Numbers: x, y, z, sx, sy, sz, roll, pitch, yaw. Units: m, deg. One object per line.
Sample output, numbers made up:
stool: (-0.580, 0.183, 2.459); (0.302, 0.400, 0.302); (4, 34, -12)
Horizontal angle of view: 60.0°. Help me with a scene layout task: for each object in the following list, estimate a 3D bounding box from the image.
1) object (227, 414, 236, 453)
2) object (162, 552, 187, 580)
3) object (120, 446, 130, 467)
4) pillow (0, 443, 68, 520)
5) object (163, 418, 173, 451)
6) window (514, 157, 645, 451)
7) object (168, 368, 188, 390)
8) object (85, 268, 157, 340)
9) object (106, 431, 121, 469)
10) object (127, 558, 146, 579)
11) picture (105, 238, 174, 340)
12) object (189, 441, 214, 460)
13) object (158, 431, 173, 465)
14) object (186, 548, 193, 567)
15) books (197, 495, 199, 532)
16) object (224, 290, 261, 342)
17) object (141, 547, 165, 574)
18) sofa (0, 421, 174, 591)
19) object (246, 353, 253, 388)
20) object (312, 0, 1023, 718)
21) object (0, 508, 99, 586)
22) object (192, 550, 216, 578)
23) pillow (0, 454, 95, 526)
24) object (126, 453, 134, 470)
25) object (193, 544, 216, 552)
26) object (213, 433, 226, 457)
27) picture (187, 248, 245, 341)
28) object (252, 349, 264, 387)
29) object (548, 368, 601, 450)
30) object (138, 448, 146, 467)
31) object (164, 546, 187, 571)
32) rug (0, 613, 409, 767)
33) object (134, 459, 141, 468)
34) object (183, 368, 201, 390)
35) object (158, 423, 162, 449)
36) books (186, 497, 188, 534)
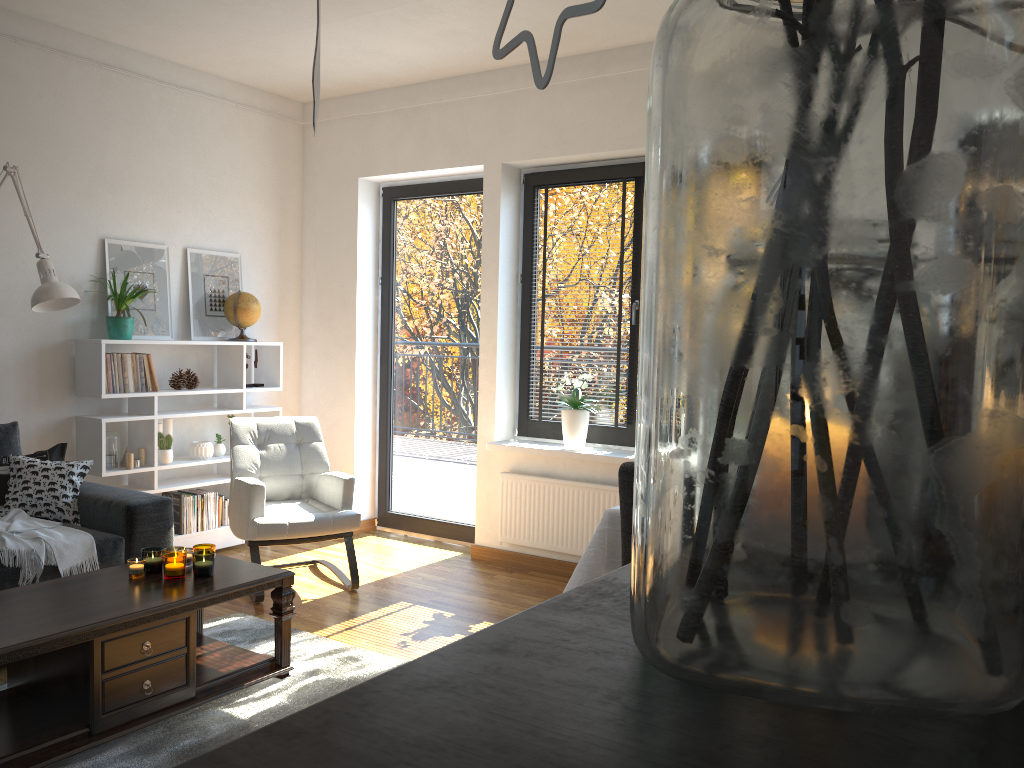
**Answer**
object: (-1.653, 0.306, 5.312); (0.098, 0.236, 0.097); (3, 4, 21)
object: (-1.180, 0.637, 3.102); (0.079, 0.081, 0.079); (3, 4, 28)
object: (-2.060, 0.387, 4.753); (0.062, 0.108, 0.062); (4, 4, 33)
pillow: (-2.202, 0.443, 3.913); (0.449, 0.358, 0.234); (0, 4, -30)
object: (-1.944, 0.312, 5.007); (0.051, 0.238, 0.051); (-1, 5, -39)
window: (7.660, 1.468, 14.355); (21.829, 18.388, 12.960); (0, 4, -27)
object: (-1.877, -0.028, 4.987); (0.102, 0.127, 0.094); (1, 3, -11)
object: (-2.054, -0.420, 4.676); (0.387, 0.372, 0.424); (3, 3, 20)
object: (-2.121, 0.345, 4.671); (0.108, 0.198, 0.108); (5, 5, 45)
object: (-1.312, 0.644, 3.101); (0.060, 0.061, 0.060); (4, 4, 38)
picture: (-2.046, -0.511, 4.871); (0.059, 0.533, 0.390); (4, 4, 33)
object: (-1.787, 0.381, 5.100); (0.134, 0.098, 0.132); (2, 3, 3)
object: (-1.898, 0.354, 4.845); (0.088, 0.173, 0.087); (-2, 5, -41)
object: (-1.202, 0.639, 3.262); (0.060, 0.061, 0.060); (4, 4, 38)
books: (-1.841, 0.728, 5.053); (0.170, 0.209, 0.005); (4, 4, 33)
object: (-1.619, -0.408, 5.328); (0.217, 0.305, 0.215); (-1, 4, -40)
object: (-1.285, 0.631, 3.172); (0.079, 0.081, 0.079); (3, 4, 28)
sofa: (-2.144, 0.663, 2.819); (2.162, 0.848, 2.507); (3, 4, 33)
object: (-1.639, -0.088, 5.348); (0.134, 0.217, 0.066); (-2, 5, -42)
object: (0.044, -0.188, 0.246); (0.426, 0.522, 0.298); (3, 4, 30)
object: (-2.013, 0.646, 3.476); (0.605, 0.212, 0.488); (3, 3, 29)
object: (-1.092, 0.638, 3.141); (0.079, 0.081, 0.079); (3, 4, 28)
pillow: (-2.021, 0.467, 3.862); (0.358, 0.313, 0.169); (1, 4, -16)
object: (-2.074, 0.403, 4.674); (0.176, 0.084, 0.078); (2, 3, 2)
object: (-1.125, 0.632, 3.240); (0.079, 0.081, 0.079); (3, 4, 28)
object: (-1.724, 0.357, 5.222); (0.072, 0.137, 0.072); (2, 4, 14)
picture: (-1.765, -0.525, 5.296); (0.059, 0.533, 0.390); (4, 4, 33)
object: (-1.575, -0.098, 5.463); (0.066, 0.230, 0.075); (2, 4, 13)
object: (0.338, 0.135, 4.779); (0.286, 0.444, 0.340); (3, 4, 22)
object: (-1.985, 0.394, 4.752); (0.039, 0.099, 0.039); (4, 4, 30)
object: (-1.208, 0.632, 3.186); (0.079, 0.081, 0.079); (3, 4, 28)
rug: (-1.298, 1.092, 2.998); (1.051, 0.034, 1.812); (3, 3, 33)
object: (-1.994, 0.423, 4.709); (0.040, 0.044, 0.040); (0, 4, -30)
object: (-1.830, -0.028, 5.052); (0.101, 0.125, 0.096); (-2, 5, -41)
object: (-1.979, 0.326, 4.948); (0.051, 0.213, 0.051); (5, 5, 39)
books: (-1.880, 0.729, 4.990); (0.170, 0.211, 0.007); (4, 4, 33)
